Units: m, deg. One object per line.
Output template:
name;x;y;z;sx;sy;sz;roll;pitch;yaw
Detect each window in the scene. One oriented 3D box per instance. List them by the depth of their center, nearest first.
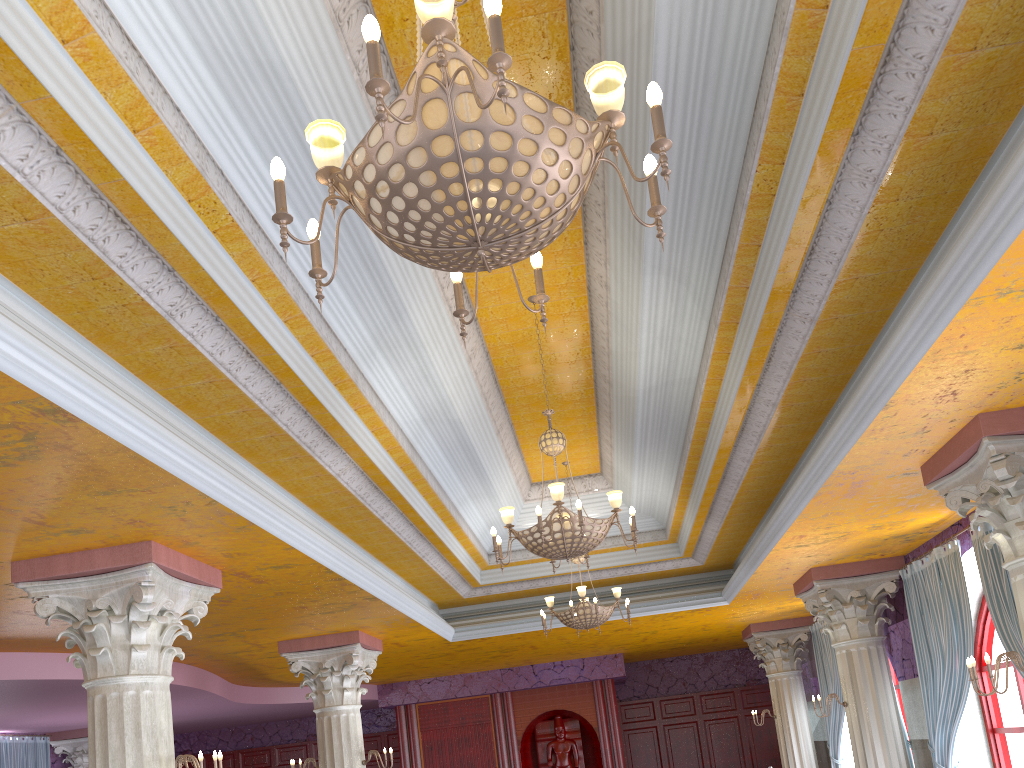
window;5.013;2.591;7.751;0.161;2.397;3.805;-8;-19;4
window;5.602;4.553;12.421;0.161;2.397;3.805;-8;-19;4

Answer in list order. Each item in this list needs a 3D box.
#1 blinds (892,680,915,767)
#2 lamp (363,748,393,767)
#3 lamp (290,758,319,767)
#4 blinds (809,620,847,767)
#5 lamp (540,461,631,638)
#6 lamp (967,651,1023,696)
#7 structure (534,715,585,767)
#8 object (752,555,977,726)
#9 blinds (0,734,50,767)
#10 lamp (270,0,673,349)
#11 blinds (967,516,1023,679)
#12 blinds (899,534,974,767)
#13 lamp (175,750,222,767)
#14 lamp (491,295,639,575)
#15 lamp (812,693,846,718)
blinds;4.880;4.527;11.409;0.245;3.334;1.800;-8;-13;3
lamp;-1.685;4.733;10.784;0.380;0.259;0.365;-5;-19;-7
lamp;-2.618;4.913;10.939;0.380;0.259;0.365;-5;-19;-7
blinds;5.128;5.355;13.380;0.245;3.334;1.797;-8;-13;5
lamp;0.774;1.936;10.304;0.965;2.062;1.007;3;-16;-39
lamp;3.203;1.900;5.624;0.380;0.259;0.365;-5;-19;-7
structure;0.957;7.562;17.208;0.968;1.751;0.674;-8;-12;5
object;4.025;1.821;5.125;2.099;3.389;31.150;-8;-23;4
blinds;-8.456;7.697;14.776;0.245;3.155;1.933;-8;-14;3
lamp;-0.208;-1.338;2.513;0.965;2.062;1.007;3;-16;-39
blinds;4.298;2.589;6.798;0.245;3.334;1.800;-8;-13;3
blinds;4.547;3.417;8.769;0.245;3.334;1.797;-8;-13;5
lamp;-2.275;2.764;6.098;0.380;0.259;0.365;-5;-19;-7
lamp;0.287;0.312;6.440;0.965;2.062;1.007;3;-16;-39
lamp;3.788;3.850;10.265;0.380;0.259;0.365;-5;-19;-7
